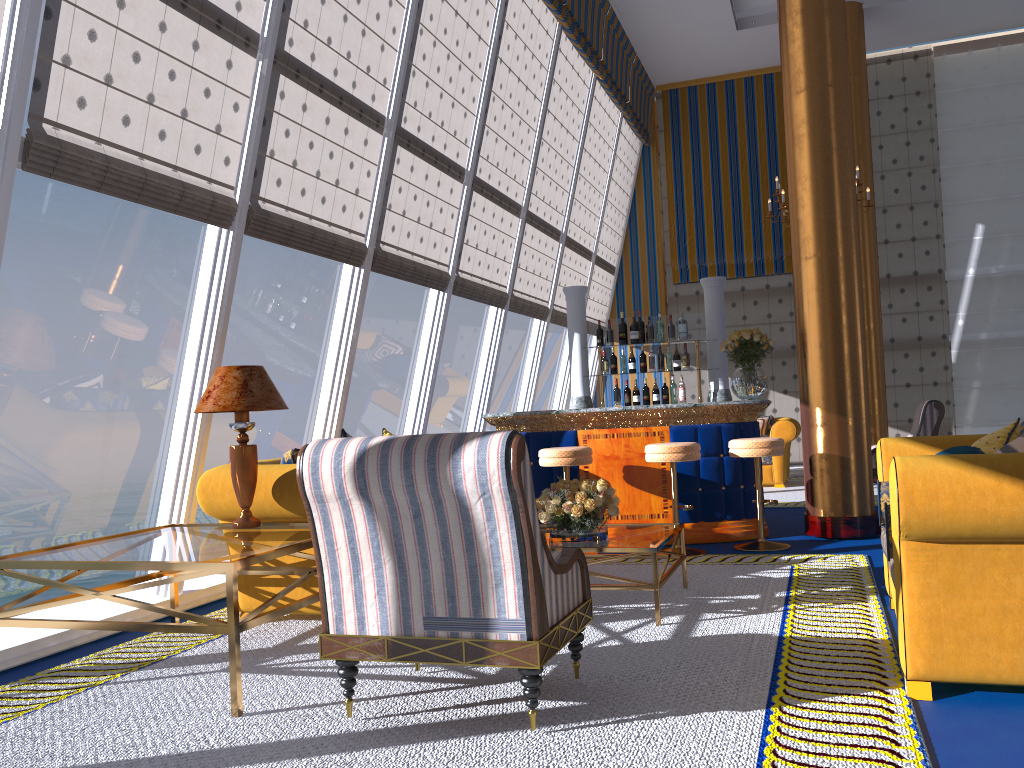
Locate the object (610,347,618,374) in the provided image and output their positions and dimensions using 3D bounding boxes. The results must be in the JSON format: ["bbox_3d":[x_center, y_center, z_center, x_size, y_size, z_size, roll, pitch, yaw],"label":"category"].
[{"bbox_3d":[0.919,-0.212,8.028,0.065,0.244,0.065,-3,-1,0],"label":"object"}]

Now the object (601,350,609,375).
[{"bbox_3d":[0.839,-0.197,8.026,0.066,0.225,0.066,-3,-2,-12],"label":"object"}]

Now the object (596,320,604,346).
[{"bbox_3d":[0.802,-0.464,8.109,0.065,0.244,0.066,-3,-2,22],"label":"object"}]

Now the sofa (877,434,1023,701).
[{"bbox_3d":[2.049,0.637,3.591,1.004,0.854,1.860,-4,-2,20],"label":"sofa"}]

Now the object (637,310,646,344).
[{"bbox_3d":[1.157,-0.512,8.004,0.080,0.302,0.082,-4,-2,35],"label":"object"}]

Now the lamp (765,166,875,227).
[{"bbox_3d":[3.277,-2.897,9.637,1.061,2.421,1.058,-3,-2,-4],"label":"lamp"}]

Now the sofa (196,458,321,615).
[{"bbox_3d":[-0.856,0.831,5.278,0.995,0.854,1.858,-3,-2,19],"label":"sofa"}]

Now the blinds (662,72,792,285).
[{"bbox_3d":[3.566,-3.033,12.801,2.644,2.989,0.153,-3,-2,18],"label":"blinds"}]

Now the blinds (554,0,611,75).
[{"bbox_3d":[0.766,-4.032,9.703,0.336,0.830,1.534,-3,-2,19],"label":"blinds"}]

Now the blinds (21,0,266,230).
[{"bbox_3d":[-1.480,-2.590,4.226,0.869,3.393,1.374,-3,-2,19],"label":"blinds"}]

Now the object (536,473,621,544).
[{"bbox_3d":[0.340,0.659,4.686,0.455,0.388,0.504,-3,-2,0],"label":"object"}]

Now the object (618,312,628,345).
[{"bbox_3d":[1.003,-0.503,8.029,0.080,0.302,0.082,-3,-2,24],"label":"object"}]

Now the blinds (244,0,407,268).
[{"bbox_3d":[-0.987,-2.563,5.645,0.869,3.393,1.374,-3,-2,19],"label":"blinds"}]

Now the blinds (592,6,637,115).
[{"bbox_3d":[1.275,-4.004,11.167,0.336,0.830,1.534,-3,-2,19],"label":"blinds"}]

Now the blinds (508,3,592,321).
[{"bbox_3d":[0.500,-2.481,9.924,0.869,3.393,1.374,-3,-2,19],"label":"blinds"}]

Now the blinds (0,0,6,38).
[{"bbox_3d":[-1.986,-2.619,2.773,0.869,3.393,1.374,-3,-2,19],"label":"blinds"}]

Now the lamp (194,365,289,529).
[{"bbox_3d":[-1.313,0.307,4.339,0.442,0.783,0.451,-4,-2,34],"label":"lamp"}]

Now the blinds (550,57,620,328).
[{"bbox_3d":[1.011,-2.452,11.391,0.869,3.393,1.374,-3,-2,19],"label":"blinds"}]

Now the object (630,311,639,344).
[{"bbox_3d":[1.103,-0.509,7.996,0.085,0.302,0.085,-3,-2,13],"label":"object"}]

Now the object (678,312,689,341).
[{"bbox_3d":[1.532,-0.515,7.958,0.091,0.259,0.092,-3,-1,2],"label":"object"}]

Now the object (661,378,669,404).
[{"bbox_3d":[1.377,0.065,7.972,0.065,0.244,0.065,-3,-1,0],"label":"object"}]

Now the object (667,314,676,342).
[{"bbox_3d":[1.427,-0.501,7.950,0.073,0.246,0.072,-2,-2,-22],"label":"object"}]

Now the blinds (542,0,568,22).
[{"bbox_3d":[0.256,-4.060,8.235,0.336,0.830,1.534,-3,-2,19],"label":"blinds"}]

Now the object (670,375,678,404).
[{"bbox_3d":[1.453,0.050,7.981,0.069,0.269,0.068,-2,-2,-21],"label":"object"}]

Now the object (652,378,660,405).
[{"bbox_3d":[1.293,0.066,7.978,0.068,0.244,0.068,-3,-1,0],"label":"object"}]

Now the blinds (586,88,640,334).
[{"bbox_3d":[1.501,-2.425,12.802,0.869,3.393,1.374,-3,-2,19],"label":"blinds"}]

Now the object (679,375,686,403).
[{"bbox_3d":[1.530,0.050,7.966,0.061,0.258,0.062,-3,-2,19],"label":"object"}]

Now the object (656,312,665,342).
[{"bbox_3d":[1.329,-0.508,7.942,0.068,0.271,0.070,-4,-2,29],"label":"object"}]

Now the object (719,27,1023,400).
[{"bbox_3d":[2.271,-7.097,5.096,62.770,33.592,63.798,-4,-2,25],"label":"object"}]

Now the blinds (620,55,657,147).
[{"bbox_3d":[1.785,-3.975,12.634,0.336,0.830,1.534,-3,-2,19],"label":"blinds"}]

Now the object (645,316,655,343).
[{"bbox_3d":[1.240,-0.488,7.978,0.077,0.247,0.076,-2,-2,-18],"label":"object"}]

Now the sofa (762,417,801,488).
[{"bbox_3d":[2.746,0.888,11.396,1.835,0.854,1.018,-4,-2,20],"label":"sofa"}]

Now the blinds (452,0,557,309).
[{"bbox_3d":[0.014,-2.508,8.525,0.869,3.393,1.374,-3,-2,19],"label":"blinds"}]

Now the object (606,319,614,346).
[{"bbox_3d":[0.895,-0.468,8.124,0.073,0.246,0.072,-2,-2,-22],"label":"object"}]

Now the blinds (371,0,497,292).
[{"bbox_3d":[-0.492,-2.536,7.070,0.869,3.393,1.374,-3,-2,19],"label":"blinds"}]
